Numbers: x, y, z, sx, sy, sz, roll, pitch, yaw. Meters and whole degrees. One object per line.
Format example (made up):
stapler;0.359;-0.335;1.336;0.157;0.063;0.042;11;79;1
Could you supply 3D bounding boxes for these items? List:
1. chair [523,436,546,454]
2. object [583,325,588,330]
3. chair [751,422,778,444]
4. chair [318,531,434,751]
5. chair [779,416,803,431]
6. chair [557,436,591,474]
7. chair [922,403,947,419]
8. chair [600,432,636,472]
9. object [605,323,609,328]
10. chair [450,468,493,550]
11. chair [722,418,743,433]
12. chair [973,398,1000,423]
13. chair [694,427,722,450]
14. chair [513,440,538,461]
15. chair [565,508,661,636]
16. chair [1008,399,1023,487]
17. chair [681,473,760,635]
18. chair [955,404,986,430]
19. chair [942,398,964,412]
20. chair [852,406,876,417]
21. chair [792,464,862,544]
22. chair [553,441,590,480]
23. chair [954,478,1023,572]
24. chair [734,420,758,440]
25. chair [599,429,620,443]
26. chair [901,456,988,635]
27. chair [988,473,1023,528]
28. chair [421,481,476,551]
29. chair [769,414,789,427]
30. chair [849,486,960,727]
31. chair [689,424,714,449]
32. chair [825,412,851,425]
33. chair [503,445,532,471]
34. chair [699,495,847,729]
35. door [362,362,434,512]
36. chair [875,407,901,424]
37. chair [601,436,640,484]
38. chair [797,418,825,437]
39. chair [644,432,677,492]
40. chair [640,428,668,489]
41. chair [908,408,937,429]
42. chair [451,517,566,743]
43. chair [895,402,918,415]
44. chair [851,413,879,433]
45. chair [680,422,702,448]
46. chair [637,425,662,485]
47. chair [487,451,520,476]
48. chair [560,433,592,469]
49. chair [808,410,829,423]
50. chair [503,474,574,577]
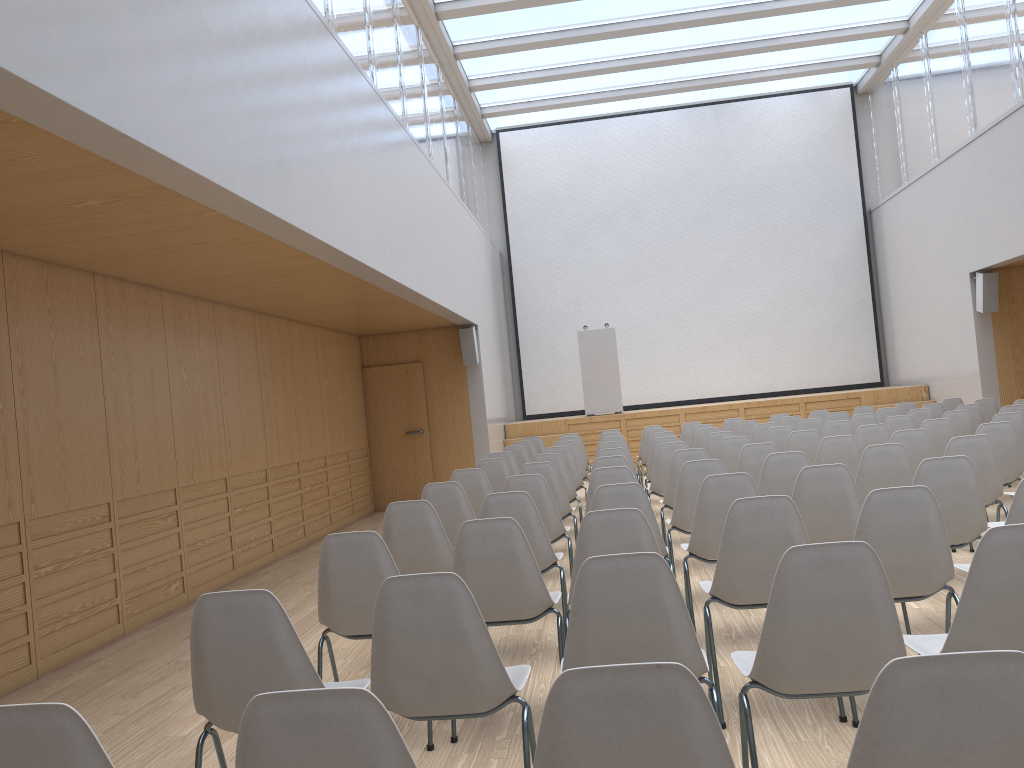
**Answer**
chair;0.325;1.120;11.691;0.479;0.876;0.505;-6;-1;6
object;1.218;-0.810;14.415;0.166;0.305;0.252;-5;-1;-22
chair;2.673;0.840;9.344;0.479;0.876;0.505;-6;-1;6
chair;-0.560;1.016;3.700;0.479;0.876;0.505;-6;-1;6
chair;3.271;0.807;10.396;0.479;0.876;0.505;-6;-1;6
chair;0.714;1.058;10.643;0.479;0.876;0.505;-6;-1;6
chair;4.804;0.656;10.220;0.479;0.876;0.505;-6;-1;6
chair;1.232;1.006;10.546;0.479;0.876;0.505;-6;-1;6
object;1.562;-0.844;14.378;0.166;0.305;0.252;-5;-1;-22
chair;-0.261;1.059;6.725;0.479;0.876;0.505;-6;-1;6
chair;2.852;0.871;11.398;0.479;0.876;0.505;-6;-1;6
chair;5.330;0.603;10.105;0.479;0.876;0.505;-6;-1;6
chair;2.126;0.895;9.485;0.479;0.876;0.505;-6;-1;6
chair;0.194;1.110;10.727;0.479;0.876;0.505;-6;-1;6
chair;0.452;0.918;3.631;0.479;0.876;0.505;-6;-1;6
chair;5.234;0.589;9.150;0.479;0.876;0.505;-6;-1;6
chair;1.116;0.876;4.565;0.479;0.876;0.505;-6;-1;6
chair;4.700;0.642;9.236;0.479;0.876;0.505;-6;-1;6
chair;5.476;0.613;11.135;0.479;0.876;0.505;-6;-1;6
chair;4.438;0.715;11.247;0.479;0.876;0.505;-6;-1;6
chair;1.581;0.831;4.543;0.479;0.876;0.505;-6;-1;6
chair;0.616;1.043;9.607;0.479;0.876;0.505;-6;-1;6
chair;2.033;0.762;3.461;0.479;0.876;0.505;-6;-1;6
chair;2.767;0.856;10.422;0.479;0.876;0.505;-6;-1;6
chair;1.321;1.021;11.543;0.479;0.876;0.505;-6;-1;6
chair;2.089;0.778;4.378;0.479;0.876;0.505;-6;-1;6
chair;2.603;0.728;4.364;0.479;0.876;0.505;-6;-1;6
chair;-0.366;1.045;5.711;0.479;0.876;0.505;-6;-1;6
chair;3.413;0.815;11.317;0.479;0.876;0.505;-6;-1;6
chair;1.482;0.815;3.479;0.479;0.876;0.505;-6;-1;6
chair;2.267;0.904;10.435;0.479;0.876;0.505;-6;-1;6
chair;3.771;0.757;10.313;0.479;0.876;0.505;-6;-1;6
chair;0.088;1.096;9.723;0.479;0.876;0.505;-6;-1;6
chair;1.011;0.863;3.589;0.479;0.876;0.505;-6;-1;6
door;-1.598;0.745;12.414;0.873;2.024;0.108;-6;-1;6
chair;4.293;0.705;10.216;0.479;0.876;0.505;-6;-1;6
chair;1.137;0.993;9.620;0.479;0.876;0.505;-6;-1;6
chair;3.156;0.794;9.392;0.479;0.876;0.505;-6;-1;6
chair;1.655;0.941;9.516;0.479;0.876;0.505;-6;-1;6
chair;1.755;0.956;10.549;0.479;0.876;0.505;-6;-1;6
chair;4.229;0.688;9.258;0.479;0.876;0.505;-6;-1;6
chair;-0.026;0.965;3.711;0.479;0.876;0.505;-6;-1;6
chair;4.941;0.666;11.221;0.479;0.876;0.505;-6;-1;6
chair;3.656;0.744;9.279;0.479;0.876;0.505;-6;-1;6
chair;2.356;0.921;11.500;0.479;0.876;0.505;-6;-1;6
chair;1.859;0.969;11.525;0.479;0.876;0.505;-6;-1;6
chair;-0.048;1.085;8.673;0.479;0.876;0.505;-6;-1;6
chair;0.804;1.071;11.557;0.479;0.876;0.505;-6;-1;6
chair;3.909;0.768;11.323;0.479;0.876;0.505;-6;-1;6
chair;0.144;0.995;5.676;0.479;0.876;0.505;-6;-1;6
